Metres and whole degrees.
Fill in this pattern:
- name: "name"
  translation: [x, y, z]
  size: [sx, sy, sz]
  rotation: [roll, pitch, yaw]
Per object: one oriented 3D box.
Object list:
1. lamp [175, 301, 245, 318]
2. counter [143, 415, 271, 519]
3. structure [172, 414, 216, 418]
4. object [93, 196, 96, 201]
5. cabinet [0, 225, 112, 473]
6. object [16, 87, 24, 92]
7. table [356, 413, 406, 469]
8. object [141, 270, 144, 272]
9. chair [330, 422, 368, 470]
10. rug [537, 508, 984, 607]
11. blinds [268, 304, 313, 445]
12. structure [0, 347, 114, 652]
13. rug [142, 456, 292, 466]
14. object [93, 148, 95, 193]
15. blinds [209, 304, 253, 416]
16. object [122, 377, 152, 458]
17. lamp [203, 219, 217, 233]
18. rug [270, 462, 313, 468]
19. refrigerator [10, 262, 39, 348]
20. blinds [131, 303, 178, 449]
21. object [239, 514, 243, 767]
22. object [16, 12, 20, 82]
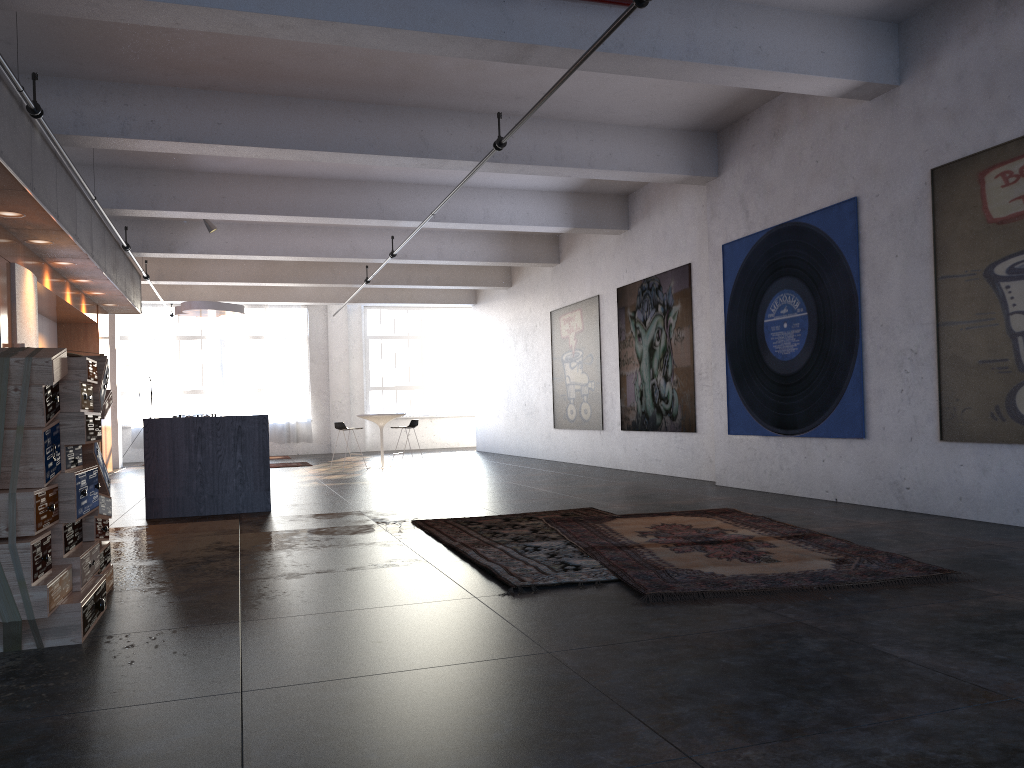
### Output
- name: "lamp"
  translation: [-4.985, -1.202, 14.299]
  size: [1.061, 0.130, 1.025]
  rotation: [-3, -2, 28]
- name: "counter"
  translation: [-3.928, 0.930, 11.769]
  size: [1.156, 0.971, 6.574]
  rotation: [-1, -2, -17]
- name: "structure"
  translation: [-3.873, 0.409, 10.822]
  size: [0.518, 0.071, 0.632]
  rotation: [-1, -2, -18]
- name: "object"
  translation: [-5.964, 0.326, 11.090]
  size: [0.052, 0.053, 0.062]
  rotation: [-2, -1, -11]
- name: "cabinet"
  translation: [-6.440, -0.009, 10.085]
  size: [2.409, 2.561, 8.007]
  rotation: [-1, -2, -17]
- name: "object"
  translation: [-5.949, 0.281, 11.103]
  size: [0.064, 0.051, 0.052]
  rotation: [-1, -1, -26]
- name: "table"
  translation: [-2.294, 1.003, 15.617]
  size: [0.839, 0.951, 0.819]
  rotation: [-1, -1, -18]
- name: "object"
  translation: [-5.593, 0.628, 4.567]
  size: [0.954, 1.214, 13.119]
  rotation: [-2, -2, -6]
- name: "chair"
  translation: [-2.795, 1.093, 15.104]
  size: [0.515, 0.895, 0.454]
  rotation: [-1, -1, -41]
- name: "rug"
  translation: [1.267, 1.037, 5.813]
  size: [1.888, 0.048, 3.501]
  rotation: [-2, -2, -8]
- name: "blinds"
  translation: [-5.546, -0.386, 21.995]
  size: [1.043, 3.750, 0.337]
  rotation: [-2, 0, -21]
- name: "structure"
  translation: [-2.300, 0.474, 4.306]
  size: [0.646, 1.315, 1.890]
  rotation: [-2, -1, -17]
- name: "rug"
  translation: [-6.759, 1.761, 20.461]
  size: [3.171, 0.009, 1.792]
  rotation: [-1, -2, -19]
- name: "object"
  translation: [-5.917, 0.320, 11.060]
  size: [0.050, 0.053, 0.064]
  rotation: [-2, -1, 20]
- name: "blinds"
  translation: [-6.853, -0.353, 21.533]
  size: [1.051, 3.696, 0.334]
  rotation: [-2, 0, -22]
- name: "object"
  translation: [-7.908, 0.806, 19.054]
  size: [1.195, 1.919, 1.042]
  rotation: [-2, -1, -18]
- name: "lamp"
  translation: [-4.398, -2.336, 12.869]
  size: [0.226, 0.287, 0.129]
  rotation: [-1, -1, -35]
- name: "rug"
  translation: [-5.385, 1.604, 17.076]
  size: [2.921, 0.029, 1.831]
  rotation: [-1, -2, -19]
- name: "refrigerator"
  translation: [-4.769, -0.009, 8.594]
  size: [0.223, 2.190, 0.943]
  rotation: [-2, -1, -20]
- name: "blinds"
  translation: [-8.481, -0.308, 20.975]
  size: [1.046, 3.674, 0.356]
  rotation: [-2, 0, -20]
- name: "object"
  translation: [-3.936, 1.460, 8.593]
  size: [19.995, 0.001, 26.868]
  rotation: [-1, -2, -18]
- name: "object"
  translation: [-5.954, 0.275, 10.967]
  size: [0.058, 0.059, 0.051]
  rotation: [-2, -1, 16]
